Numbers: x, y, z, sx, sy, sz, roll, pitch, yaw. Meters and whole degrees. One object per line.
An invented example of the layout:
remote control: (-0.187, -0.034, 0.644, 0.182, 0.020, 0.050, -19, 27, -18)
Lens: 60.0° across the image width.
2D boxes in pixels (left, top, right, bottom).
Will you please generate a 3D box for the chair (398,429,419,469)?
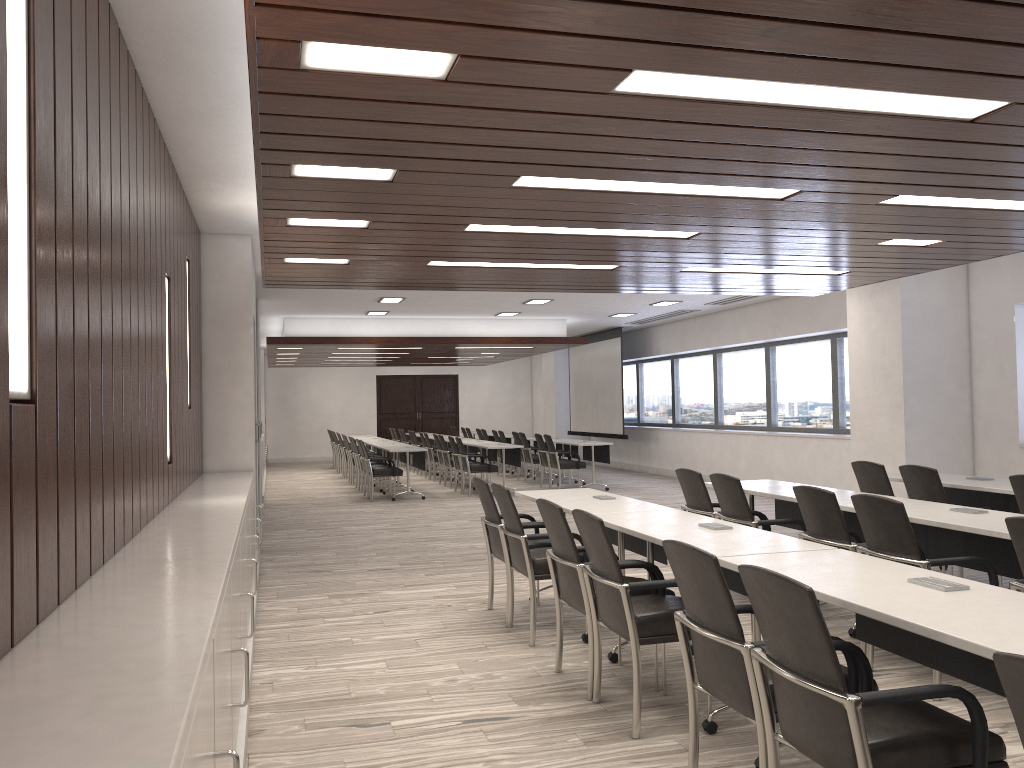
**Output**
chair: (-2.303, 1.499, 20.539, 0.638, 0.939, 0.513, -1, -1, -15)

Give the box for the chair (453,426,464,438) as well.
chair: (-1.135, 1.509, 21.889, 0.638, 0.939, 0.513, -1, -1, -14)

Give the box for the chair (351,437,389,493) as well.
chair: (-2.437, 1.369, 15.231, 0.638, 0.939, 0.513, -1, -1, -16)

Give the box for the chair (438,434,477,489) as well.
chair: (-0.969, 1.349, 15.631, 0.638, 0.939, 0.513, -1, -1, -16)

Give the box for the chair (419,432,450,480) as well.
chair: (-1.515, 1.409, 17.593, 0.638, 0.939, 0.513, -1, -1, -15)

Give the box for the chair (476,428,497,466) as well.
chair: (-0.455, 1.434, 19.462, 0.638, 0.939, 0.513, -1, -1, -16)

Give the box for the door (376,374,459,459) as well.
door: (-2.634, 0.905, 24.905, 2.329, 2.323, 0.200, -1, -1, -15)

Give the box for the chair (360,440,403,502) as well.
chair: (-2.030, 1.324, 13.762, 0.638, 0.939, 0.513, -1, -1, -14)

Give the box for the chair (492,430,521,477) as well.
chair: (-0.072, 1.390, 17.991, 0.638, 0.939, 0.513, -1, -1, -15)

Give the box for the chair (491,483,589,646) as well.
chair: (0.211, 1.071, 5.484, 0.638, 0.939, 0.513, -1, -1, -16)

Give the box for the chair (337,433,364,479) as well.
chair: (-3.246, 1.459, 18.160, 0.638, 0.939, 0.513, -1, -1, -15)

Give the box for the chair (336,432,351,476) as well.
chair: (-3.368, 1.474, 18.670, 0.638, 0.939, 0.513, -1, -1, -16)

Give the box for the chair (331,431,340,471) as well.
chair: (-3.779, 1.520, 20.137, 0.638, 0.939, 0.513, -1, -1, -15)

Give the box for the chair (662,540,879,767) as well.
chair: (0.879, 0.997, 3.058, 0.638, 0.939, 0.513, -1, -1, -16)

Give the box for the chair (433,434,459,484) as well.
chair: (-1.104, 1.364, 16.132, 0.638, 0.939, 0.513, -1, -1, -16)

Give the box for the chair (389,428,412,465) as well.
chair: (-2.714, 1.544, 22.001, 0.638, 0.939, 0.513, -1, -1, -16)

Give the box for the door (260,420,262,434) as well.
door: (-3.747, 0.629, 12.957, 0.200, 2.323, 1.163, -1, -1, -15)

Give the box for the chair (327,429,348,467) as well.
chair: (-4.173, 1.564, 21.603, 0.638, 0.939, 0.513, -1, -1, -15)

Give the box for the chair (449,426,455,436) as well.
chair: (-1.263, 1.524, 22.394, 0.638, 0.939, 0.513, -1, -1, -15)

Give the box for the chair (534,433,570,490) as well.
chair: (0.724, 1.300, 15.059, 0.638, 0.939, 0.513, -1, -1, -16)

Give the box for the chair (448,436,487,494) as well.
chair: (-0.723, 1.320, 14.671, 0.638, 0.939, 0.513, -1, -1, -16)

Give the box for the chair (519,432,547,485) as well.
chair: (0.460, 1.329, 16.025, 0.638, 0.939, 0.513, -1, -1, -15)

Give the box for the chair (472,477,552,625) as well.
chair: (0.071, 1.087, 5.995, 0.638, 0.939, 0.513, -1, -1, -16)

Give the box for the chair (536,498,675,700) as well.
chair: (0.469, 1.041, 4.516, 0.638, 0.939, 0.513, -1, -1, -16)

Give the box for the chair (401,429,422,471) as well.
chair: (-2.174, 1.484, 20.036, 0.638, 0.939, 0.513, -1, -1, -15)

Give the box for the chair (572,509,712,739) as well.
chair: (0.620, 1.026, 4.018, 0.638, 0.939, 0.513, -1, -1, -15)

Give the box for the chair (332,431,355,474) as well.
chair: (-3.641, 1.504, 19.630, 0.638, 0.939, 0.513, -1, -1, -16)

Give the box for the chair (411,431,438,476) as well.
chair: (-1.780, 1.439, 18.565, 0.638, 0.939, 0.513, -1, -1, -15)

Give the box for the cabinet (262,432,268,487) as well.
cabinet: (-5.167, 1.411, 17.818, 0.476, 0.698, 7.540, -1, -1, -15)

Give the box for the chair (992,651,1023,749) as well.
chair: (1.265, 0.952, 1.591, 0.638, 0.939, 0.513, -1, -1, -15)

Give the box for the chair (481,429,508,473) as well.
chair: (-0.324, 1.419, 18.953, 0.638, 0.939, 0.513, -1, -1, -15)

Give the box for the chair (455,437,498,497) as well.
chair: (-0.571, 1.304, 14.161, 0.638, 0.939, 0.513, -1, -1, -15)

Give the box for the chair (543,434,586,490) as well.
chair: (0.861, 1.284, 14.554, 0.638, 0.939, 0.513, -1, -1, -14)

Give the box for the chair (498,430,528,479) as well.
chair: (0.064, 1.374, 17.485, 0.638, 0.939, 0.513, -1, -1, -15)

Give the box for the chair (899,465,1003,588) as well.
chair: (3.129, 1.031, 6.282, 0.638, 0.939, 0.513, -1, -1, -15)

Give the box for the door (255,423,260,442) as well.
door: (-2.626, 0.503, 8.838, 0.200, 2.323, 1.163, -1, -1, -15)

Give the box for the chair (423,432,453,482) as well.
chair: (-1.376, 1.394, 17.096, 0.638, 0.939, 0.513, -1, -1, -15)

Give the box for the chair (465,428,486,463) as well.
chair: (-0.734, 1.464, 20.421, 0.638, 0.939, 0.513, -1, -1, -16)

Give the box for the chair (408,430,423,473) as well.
chair: (-1.908, 1.454, 19.073, 0.638, 0.939, 0.513, -1, -1, -15)

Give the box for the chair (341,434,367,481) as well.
chair: (-2.972, 1.429, 17.190, 0.638, 0.939, 0.513, -1, -1, -15)

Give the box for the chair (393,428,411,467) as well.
chair: (-2.563, 1.529, 21.505, 0.638, 0.939, 0.513, -1, -1, -15)

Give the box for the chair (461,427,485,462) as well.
chair: (-0.872, 1.480, 20.935, 0.638, 0.939, 0.513, -1, -1, -15)

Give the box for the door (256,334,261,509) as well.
door: (-3.193, 0.283, 10.907, 0.200, 2.889, 2.327, -1, -1, -15)

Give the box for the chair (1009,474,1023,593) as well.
chair: (3.386, 1.001, 5.321, 0.638, 0.939, 0.513, -1, -1, -15)

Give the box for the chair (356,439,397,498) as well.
chair: (-2.176, 1.340, 14.264, 0.638, 0.939, 0.513, -1, -1, -16)

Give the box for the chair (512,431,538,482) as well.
chair: (0.340, 1.345, 16.533, 0.638, 0.939, 0.513, -1, -1, -16)

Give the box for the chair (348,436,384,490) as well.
chair: (-2.577, 1.385, 15.746, 0.638, 0.939, 0.513, -1, -1, -15)

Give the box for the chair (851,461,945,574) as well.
chair: (2.977, 1.046, 6.781, 0.638, 0.939, 0.513, -1, -1, -15)

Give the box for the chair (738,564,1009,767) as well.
chair: (1.019, 0.981, 2.546, 0.638, 0.939, 0.513, -1, -1, -15)

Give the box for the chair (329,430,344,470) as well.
chair: (-4.032, 1.549, 21.098, 0.638, 0.939, 0.513, -1, -1, -15)

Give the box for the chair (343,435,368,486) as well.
chair: (-2.842, 1.414, 16.687, 0.638, 0.939, 0.513, -1, -1, -15)

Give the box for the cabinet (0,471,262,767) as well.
cabinet: (-1.379, 0.985, 3.896, 0.476, 0.698, 7.540, -1, -1, -15)
